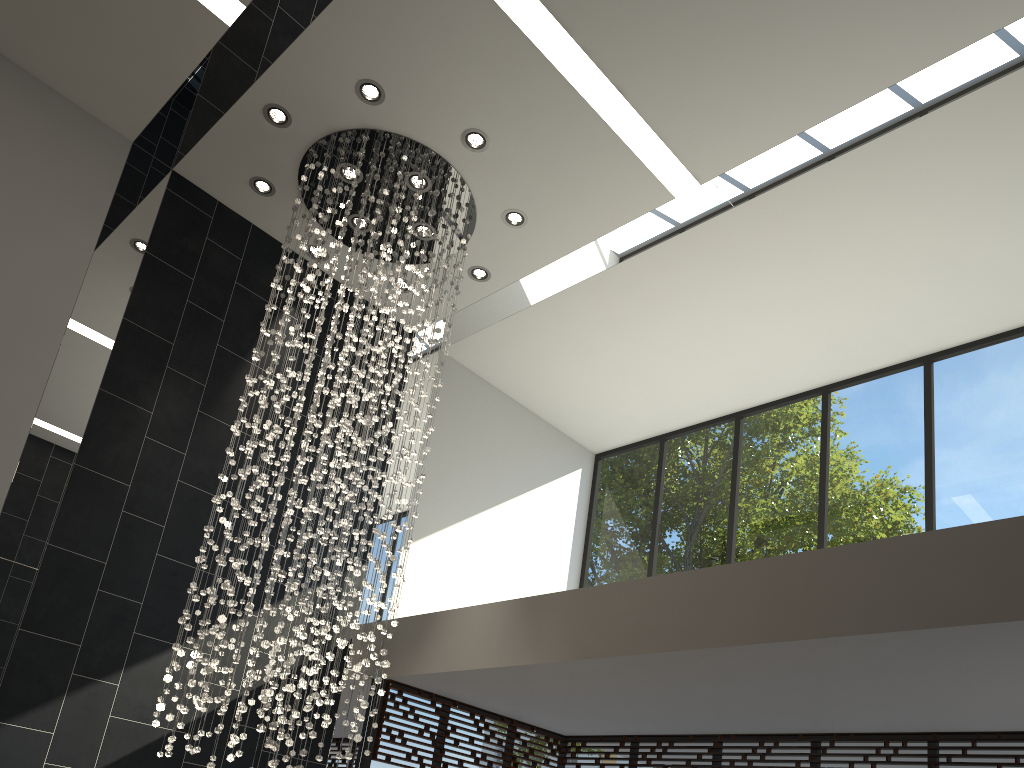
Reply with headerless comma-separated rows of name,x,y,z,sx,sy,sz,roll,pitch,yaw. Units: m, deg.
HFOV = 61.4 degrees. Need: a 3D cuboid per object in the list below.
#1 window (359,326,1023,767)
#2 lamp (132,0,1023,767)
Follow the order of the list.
window,1.914,1.923,5.728,2.485,5.503,6.342,26,-30,-37
lamp,1.998,-40.878,13.562,406.071,105.083,428.547,17,-30,-15
